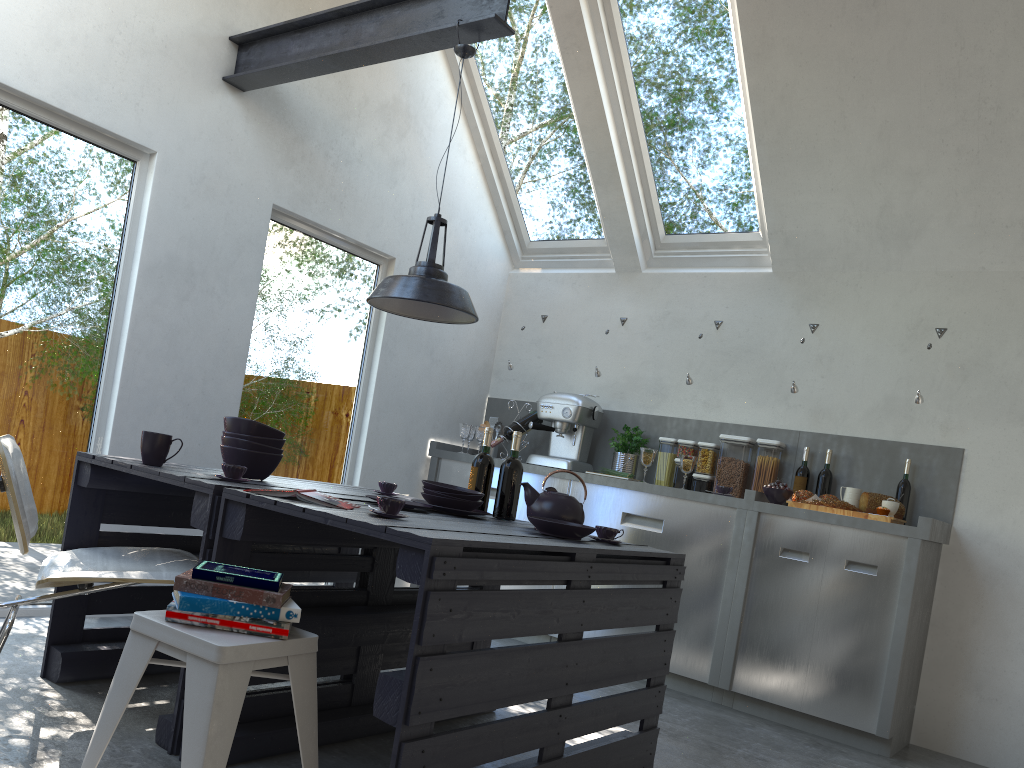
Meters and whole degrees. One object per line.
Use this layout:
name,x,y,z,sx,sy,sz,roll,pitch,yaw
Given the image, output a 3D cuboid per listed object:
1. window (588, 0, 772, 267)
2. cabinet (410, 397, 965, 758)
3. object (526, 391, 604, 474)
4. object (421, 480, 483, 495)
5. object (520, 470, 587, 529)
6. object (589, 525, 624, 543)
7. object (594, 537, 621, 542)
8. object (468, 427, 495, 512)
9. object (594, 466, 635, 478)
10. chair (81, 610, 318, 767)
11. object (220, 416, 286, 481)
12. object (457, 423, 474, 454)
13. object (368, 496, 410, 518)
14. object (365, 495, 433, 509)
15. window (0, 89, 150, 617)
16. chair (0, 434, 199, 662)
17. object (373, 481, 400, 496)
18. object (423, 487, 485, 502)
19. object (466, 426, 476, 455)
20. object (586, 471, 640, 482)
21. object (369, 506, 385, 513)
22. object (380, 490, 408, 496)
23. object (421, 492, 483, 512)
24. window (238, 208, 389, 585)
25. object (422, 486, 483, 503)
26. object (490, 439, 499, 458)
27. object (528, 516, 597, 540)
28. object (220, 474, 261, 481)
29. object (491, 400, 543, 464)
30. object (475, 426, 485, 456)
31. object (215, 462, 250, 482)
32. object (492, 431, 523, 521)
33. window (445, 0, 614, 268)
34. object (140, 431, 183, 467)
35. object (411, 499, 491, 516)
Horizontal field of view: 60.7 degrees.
window,0.948,-1.481,4.762,0.876,1.388,1.405,9,-3,36
cabinet,0.756,0.884,4.983,3.006,1.475,0.540,6,-3,37
object,0.321,0.285,5.397,0.377,0.500,0.407,8,-3,36
object,-0.222,0.397,3.191,0.241,0.058,0.218,6,-7,36
object,0.164,0.423,3.165,0.223,0.232,0.207,8,-3,39
object,0.327,0.523,3.042,0.122,0.056,0.111,7,-5,29
object,0.329,0.536,3.000,0.125,0.013,0.029,15,-7,-41
object,-0.117,0.342,3.465,0.089,0.344,0.093,10,0,-15
object,0.564,0.506,5.004,0.135,0.053,0.291,14,-7,-38
chair,-0.723,0.825,2.103,0.441,0.504,0.417,8,-3,32
object,-0.938,0.238,3.154,0.204,0.214,0.203,8,-3,38
object,-0.307,0.352,5.614,0.103,0.192,0.094,9,-1,31
object,-0.341,0.344,2.447,0.123,0.056,0.110,5,-7,44
object,-0.387,0.409,2.987,0.247,0.019,0.222,5,-8,41
window,-2.103,-0.081,3.611,0.062,2.127,0.936,10,-1,36
chair,-1.315,0.629,2.799,0.745,0.818,0.722,11,-3,-23
object,-0.529,0.443,3.707,0.121,0.056,0.112,8,-5,24
object,-0.217,0.410,3.189,0.242,0.063,0.217,5,-7,41
object,-0.280,0.371,5.750,0.100,0.192,0.097,10,-1,8
object,0.578,0.530,4.992,0.276,0.012,0.172,6,-7,35
object,-0.385,0.355,2.459,0.026,0.013,0.138,12,-6,-28
object,-0.499,0.468,3.730,0.136,0.013,0.027,8,-5,16
object,-0.224,0.437,3.187,0.225,0.047,0.235,11,-6,-13
window,-1.201,0.210,4.895,0.062,2.127,0.936,10,-1,36
object,-0.220,0.422,3.185,0.241,0.063,0.218,5,-7,41
object,-0.145,0.438,5.889,0.105,0.132,0.109,10,-2,-12
object,0.162,0.481,2.902,0.225,0.047,0.235,11,-6,-13
object,-0.887,0.309,2.857,0.129,0.013,0.028,11,-5,-14
object,0.001,0.302,5.628,0.319,0.393,0.243,11,-2,-24
object,-0.204,0.370,5.616,0.094,0.192,0.103,10,-1,-30
object,-0.898,0.286,2.820,0.121,0.056,0.112,8,-5,24
object,-0.005,0.354,3.389,0.088,0.344,0.094,10,0,-20
window,0.126,-1.551,5.401,0.876,1.394,1.412,9,-3,36
object,-1.193,0.221,2.946,0.136,0.109,0.096,8,-3,29
object,-0.226,0.458,3.188,0.285,0.024,0.307,12,-6,-22
